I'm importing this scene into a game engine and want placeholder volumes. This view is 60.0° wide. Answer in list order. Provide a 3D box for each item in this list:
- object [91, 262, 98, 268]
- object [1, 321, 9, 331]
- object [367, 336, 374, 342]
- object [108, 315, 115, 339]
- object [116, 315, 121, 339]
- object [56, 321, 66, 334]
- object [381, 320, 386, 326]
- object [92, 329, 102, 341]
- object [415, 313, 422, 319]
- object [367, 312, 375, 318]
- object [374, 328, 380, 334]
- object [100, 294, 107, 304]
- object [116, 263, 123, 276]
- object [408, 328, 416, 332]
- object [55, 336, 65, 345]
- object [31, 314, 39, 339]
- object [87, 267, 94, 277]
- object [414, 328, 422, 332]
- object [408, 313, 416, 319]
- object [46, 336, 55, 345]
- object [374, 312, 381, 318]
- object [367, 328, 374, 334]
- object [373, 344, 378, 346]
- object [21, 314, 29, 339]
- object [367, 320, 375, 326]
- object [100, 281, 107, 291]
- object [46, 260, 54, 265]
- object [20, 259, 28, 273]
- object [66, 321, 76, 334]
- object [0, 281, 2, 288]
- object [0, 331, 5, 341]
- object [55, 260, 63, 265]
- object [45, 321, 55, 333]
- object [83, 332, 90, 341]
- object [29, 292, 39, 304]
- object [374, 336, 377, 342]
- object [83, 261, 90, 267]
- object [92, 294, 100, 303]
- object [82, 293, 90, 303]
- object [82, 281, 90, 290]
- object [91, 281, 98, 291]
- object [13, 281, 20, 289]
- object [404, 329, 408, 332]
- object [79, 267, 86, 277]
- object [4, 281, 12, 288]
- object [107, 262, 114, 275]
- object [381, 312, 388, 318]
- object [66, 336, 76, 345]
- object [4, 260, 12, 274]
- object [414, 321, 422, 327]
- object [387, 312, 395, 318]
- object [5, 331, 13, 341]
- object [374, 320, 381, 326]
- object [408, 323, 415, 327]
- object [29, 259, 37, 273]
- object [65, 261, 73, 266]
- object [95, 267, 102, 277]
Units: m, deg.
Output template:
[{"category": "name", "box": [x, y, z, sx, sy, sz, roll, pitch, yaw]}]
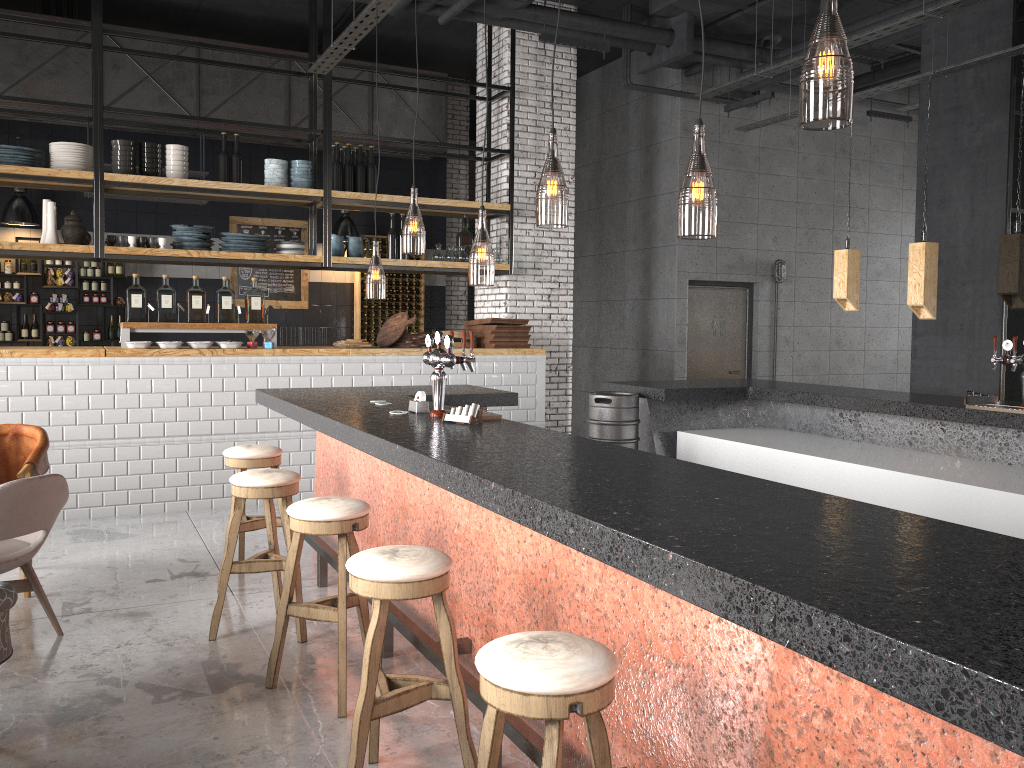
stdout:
[{"category": "object", "box": [-4.812, -1.400, 10.221, 0.076, 0.111, 0.076, 0, 3, -21]}, {"category": "object", "box": [-5.640, -0.644, 9.856, 0.076, 0.111, 0.076, -1, 4, -31]}, {"category": "object", "box": [-1.857, -0.586, 11.602, 0.079, 0.079, 0.281, -1, 4, -26]}, {"category": "object", "box": [-4.671, -0.662, 10.343, 0.079, 0.280, 0.079, 0, 3, -7]}, {"category": "object", "box": [-4.591, -0.664, 10.385, 0.079, 0.280, 0.079, 0, 3, -22]}, {"category": "object", "box": [-5.148, -0.646, 10.118, 0.100, 0.139, 0.088, -1, 3, -25]}, {"category": "object", "box": [-1.675, -0.798, 11.654, 0.079, 0.079, 0.281, -1, 4, -26]}, {"category": "object", "box": [-4.813, -0.566, 10.286, 0.100, 0.139, 0.088, -1, 3, -25]}, {"category": "object", "box": [-1.260, -0.913, 11.877, 0.079, 0.079, 0.281, -1, 4, -26]}, {"category": "object", "box": [-1.845, -0.900, 11.570, 0.079, 0.079, 0.281, -1, 4, -26]}, {"category": "object", "box": [-1.771, -0.693, 11.638, 0.079, 0.079, 0.281, -1, 4, -26]}, {"category": "object", "box": [-4.742, -0.991, 10.296, 0.081, 0.113, 0.071, -1, 3, -27]}, {"category": "object", "box": [-4.584, -1.403, 10.351, 0.079, 0.280, 0.079, -1, 3, -32]}, {"category": "object", "box": [-1.338, -0.701, 11.829, 0.079, 0.079, 0.281, -1, 4, -26]}, {"category": "object", "box": [-5.152, -0.498, 10.114, 0.092, 0.108, 0.105, 0, 3, -15]}, {"category": "object", "box": [-5.383, -0.647, 9.997, 0.079, 0.280, 0.079, 2, 3, 33]}, {"category": "object", "box": [-4.849, -1.289, 10.205, 0.076, 0.111, 0.076, 0, 3, -6]}, {"category": "object", "box": [-1.262, -0.704, 11.887, 0.079, 0.079, 0.281, -1, 4, -26]}, {"category": "object", "box": [-1.334, -0.910, 11.815, 0.079, 0.079, 0.281, -1, 4, -26]}, {"category": "object", "box": [-5.237, -0.498, 10.071, 0.092, 0.112, 0.100, -2, 4, -40]}, {"category": "object", "box": [-1.769, -0.903, 11.629, 0.079, 0.079, 0.281, -1, 4, -26]}, {"category": "object", "box": [-1.865, -0.693, 11.615, 0.079, 0.079, 0.281, -1, 4, -26]}, {"category": "object", "box": [-1.781, -0.484, 11.662, 0.079, 0.079, 0.281, -1, 4, -26]}, {"category": "object", "box": [-5.468, -0.645, 9.955, 0.079, 0.280, 0.079, 0, 3, -17]}, {"category": "object", "box": [-1.845, -0.795, 11.571, 0.079, 0.079, 0.281, -1, 4, -26]}, {"category": "object", "box": [-4.734, -1.135, 10.271, 0.076, 0.111, 0.076, 2, 3, 29]}, {"category": "object", "box": [-5.222, -1.424, 10.016, 0.079, 0.156, 0.079, 0, 3, -16]}, {"category": "object", "box": [-5.463, -1.385, 9.921, 0.079, 0.280, 0.079, 0, 3, -22]}, {"category": "object", "box": [-5.055, -0.648, 10.163, 0.100, 0.139, 0.088, -1, 3, -25]}, {"category": "object", "box": [-5.683, -1.100, 9.806, 0.071, 0.083, 0.071, 1, 3, -1]}, {"category": "object", "box": [-5.676, -0.532, 9.840, 0.076, 0.111, 0.076, 3, 4, 39]}, {"category": "object", "box": [-5.136, -1.426, 10.058, 0.079, 0.156, 0.079, 1, 3, 9]}, {"category": "object", "box": [-5.245, -0.644, 10.070, 0.100, 0.139, 0.088, -1, 3, -25]}, {"category": "object", "box": [-4.905, -0.548, 10.217, 0.076, 0.111, 0.076, 2, 3, 29]}, {"category": "object", "box": [-5.381, -0.968, 9.987, 0.100, 0.139, 0.088, -1, 3, -25]}, {"category": "object", "box": [-1.769, -0.588, 11.635, 0.079, 0.079, 0.281, -1, 4, -26]}, {"category": "object", "box": [-4.885, -1.399, 10.183, 0.076, 0.111, 0.076, 3, 4, 39]}, {"category": "object", "box": [-4.817, -0.989, 10.260, 0.081, 0.113, 0.071, -1, 3, -27]}, {"category": "object", "box": [-4.905, -0.987, 10.217, 0.081, 0.113, 0.071, -1, 3, -27]}, {"category": "object", "box": [-4.894, -1.131, 10.191, 0.076, 0.111, 0.076, 1, 3, -1]}, {"category": "object", "box": [-4.815, -1.133, 10.230, 0.076, 0.111, 0.076, 3, 4, 39]}, {"category": "object", "box": [-5.522, -1.104, 9.885, 0.071, 0.083, 0.071, -2, 4, -36]}, {"category": "object", "box": [-1.439, -0.701, 11.819, 0.079, 0.079, 0.281, -1, 4, -26]}, {"category": "object", "box": [-4.923, -1.287, 10.170, 0.076, 0.111, 0.076, 0, 3, -16]}, {"category": "object", "box": [-5.599, -1.102, 9.847, 0.071, 0.083, 0.071, -2, 4, -36]}, {"category": "object", "box": [-4.669, -1.401, 10.309, 0.079, 0.280, 0.079, 3, 3, 38]}, {"category": "object", "box": [-1.693, -0.906, 11.688, 0.079, 0.079, 0.281, -1, 4, -26]}, {"category": "object", "box": [-5.055, -0.500, 10.161, 0.107, 0.108, 0.089, 2, 3, 24]}, {"category": "object", "box": [-5.593, -1.296, 9.841, 0.079, 0.156, 0.079, -2, 4, -41]}, {"category": "object", "box": [-1.268, -0.810, 11.897, 0.079, 0.079, 0.281, -1, 4, -26]}, {"category": "object", "box": [-1.599, -0.906, 11.712, 0.079, 0.079, 0.281, -1, 4, -26]}, {"category": "object", "box": [-5.603, -0.534, 9.878, 0.076, 0.111, 0.076, 0, 3, -21]}, {"category": "object", "box": [-1.777, -0.799, 11.648, 0.079, 0.079, 0.281, -1, 4, -26]}, {"category": "object", "box": [-1.352, -0.808, 11.855, 0.079, 0.079, 0.281, -1, 4, -26]}, {"category": "object", "box": [-5.379, -1.386, 9.962, 0.079, 0.280, 0.079, 3, 4, 43]}, {"category": "object", "box": [-5.050, -1.428, 10.100, 0.079, 0.156, 0.079, -2, 4, -41]}, {"category": "object", "box": [-4.775, -1.290, 10.243, 0.076, 0.111, 0.076, -1, 4, -31]}]
